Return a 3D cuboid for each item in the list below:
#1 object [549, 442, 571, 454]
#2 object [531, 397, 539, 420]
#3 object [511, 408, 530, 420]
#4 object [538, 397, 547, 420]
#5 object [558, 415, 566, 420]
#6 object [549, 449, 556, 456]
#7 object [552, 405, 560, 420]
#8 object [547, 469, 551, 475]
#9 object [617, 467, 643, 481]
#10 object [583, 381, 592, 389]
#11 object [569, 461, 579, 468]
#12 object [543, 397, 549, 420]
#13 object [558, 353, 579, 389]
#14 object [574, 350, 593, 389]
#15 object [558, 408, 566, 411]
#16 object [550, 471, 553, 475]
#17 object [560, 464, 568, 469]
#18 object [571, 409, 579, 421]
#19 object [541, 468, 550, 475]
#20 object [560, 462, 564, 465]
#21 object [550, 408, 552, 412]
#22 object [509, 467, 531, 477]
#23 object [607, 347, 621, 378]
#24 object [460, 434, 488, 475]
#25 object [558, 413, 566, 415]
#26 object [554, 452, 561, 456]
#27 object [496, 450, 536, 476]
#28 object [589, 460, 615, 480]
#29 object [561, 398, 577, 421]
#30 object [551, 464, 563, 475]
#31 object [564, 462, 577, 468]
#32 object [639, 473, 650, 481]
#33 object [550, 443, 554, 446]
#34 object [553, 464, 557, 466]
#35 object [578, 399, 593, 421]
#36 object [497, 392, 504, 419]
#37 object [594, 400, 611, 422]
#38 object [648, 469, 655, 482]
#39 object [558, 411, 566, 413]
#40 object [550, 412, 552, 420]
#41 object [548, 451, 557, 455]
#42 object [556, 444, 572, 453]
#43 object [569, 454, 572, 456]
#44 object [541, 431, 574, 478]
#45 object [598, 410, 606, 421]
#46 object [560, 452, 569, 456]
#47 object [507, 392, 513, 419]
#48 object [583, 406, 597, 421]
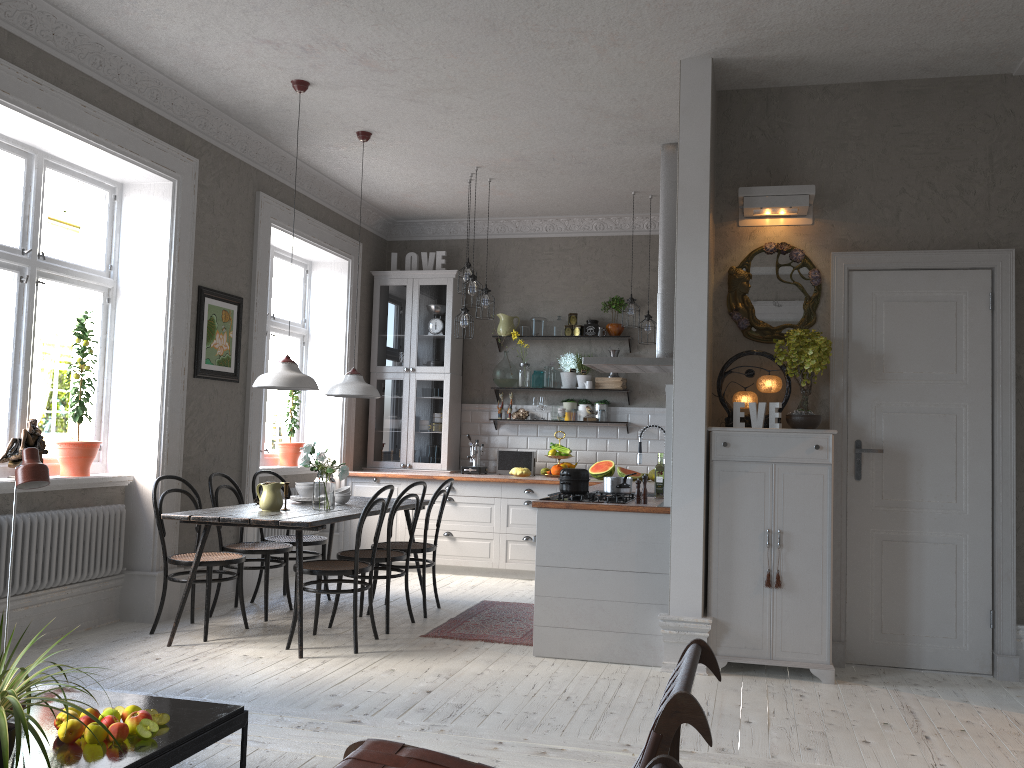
[{"bbox_3d":[0.441,0.582,8.050,0.208,0.101,0.068,0,-4,20],"label":"object"},{"bbox_3d":[0.222,0.233,8.367,0.082,0.217,0.082,2,-3,0],"label":"object"},{"bbox_3d":[0.079,0.282,8.355,0.178,0.111,0.095,2,-4,-9],"label":"object"},{"bbox_3d":[0.284,0.228,8.255,0.082,0.217,0.082,2,-3,0],"label":"object"},{"bbox_3d":[0.459,0.312,8.198,0.077,0.051,0.077,1,-3,7],"label":"object"},{"bbox_3d":[0.368,0.621,8.019,0.058,0.069,0.080,-1,-4,34],"label":"object"},{"bbox_3d":[0.406,0.270,8.258,0.079,0.139,0.078,3,-4,-13],"label":"object"},{"bbox_3d":[0.353,0.802,8.065,0.090,0.057,0.083,5,-5,-44],"label":"object"},{"bbox_3d":[1.027,0.784,7.697,0.225,0.127,0.148,2,-3,-3],"label":"object"},{"bbox_3d":[0.710,0.010,8.167,0.104,0.071,0.064,-2,-5,44],"label":"object"},{"bbox_3d":[0.553,0.748,8.055,0.060,0.120,0.128,-1,-4,38],"label":"object"},{"bbox_3d":[0.305,0.234,8.343,0.082,0.217,0.082,2,-3,0],"label":"object"},{"bbox_3d":[0.553,-0.126,8.333,0.240,0.354,0.239,0,-4,32],"label":"object"},{"bbox_3d":[0.667,-0.140,8.253,0.187,0.380,0.166,3,-4,-25],"label":"object"},{"bbox_3d":[0.461,0.252,8.202,0.077,0.051,0.077,2,-3,0],"label":"object"},{"bbox_3d":[0.371,0.812,8.076,0.070,0.076,0.228,2,-3,-3],"label":"object"},{"bbox_3d":[0.465,0.764,8.008,0.087,0.078,0.089,-1,-5,41],"label":"object"},{"bbox_3d":[0.586,0.289,8.227,0.077,0.108,0.078,1,-4,8],"label":"object"},{"bbox_3d":[0.324,0.801,8.109,0.075,0.072,0.155,-2,-5,43],"label":"object"},{"bbox_3d":[0.465,0.761,8.127,0.085,0.093,0.087,1,-4,10],"label":"object"},{"bbox_3d":[0.397,0.269,8.338,0.076,0.083,0.079,0,-4,32],"label":"object"},{"bbox_3d":[0.076,0.792,7.975,0.195,0.083,0.191,1,-4,15],"label":"object"},{"bbox_3d":[0.947,-0.197,8.217,0.131,0.287,0.130,2,-3,-1],"label":"object"},{"bbox_3d":[-0.358,0.650,8.205,0.204,0.370,0.357,1,-4,15],"label":"object"},{"bbox_3d":[0.460,0.295,8.199,0.077,0.051,0.077,1,-3,7],"label":"object"},{"bbox_3d":[0.411,0.645,8.023,0.063,0.061,0.067,1,-4,14],"label":"object"},{"bbox_3d":[0.038,0.733,8.198,0.348,0.226,0.089,1,-4,13],"label":"object"},{"bbox_3d":[0.792,0.760,7.806,0.231,0.174,0.222,-1,-4,36],"label":"object"},{"bbox_3d":[0.530,0.237,8.318,0.157,0.217,0.155,2,-4,-6],"label":"object"},{"bbox_3d":[0.406,0.770,7.943,0.114,0.111,0.110,3,-4,-18],"label":"object"},{"bbox_3d":[0.529,0.741,8.069,0.126,0.056,0.060,1,-3,6],"label":"object"},{"bbox_3d":[1.168,0.823,7.843,0.203,0.073,0.118,3,-4,-23],"label":"object"},{"bbox_3d":[0.379,0.560,8.070,0.073,0.058,0.050,2,-4,-9],"label":"object"},{"bbox_3d":[0.436,0.772,8.140,0.077,0.076,0.157,-1,-5,40],"label":"object"},{"bbox_3d":[0.682,0.245,8.290,0.170,0.214,0.150,-2,-5,44],"label":"object"},{"bbox_3d":[-0.109,0.207,8.446,0.054,0.264,0.061,3,-4,-14],"label":"object"},{"bbox_3d":[0.844,0.249,8.261,0.157,0.213,0.154,1,-4,12],"label":"object"},{"bbox_3d":[1.287,0.799,7.766,0.207,0.119,0.130,3,-4,-23],"label":"object"},{"bbox_3d":[0.460,0.278,8.200,0.076,0.051,0.079,-1,-4,33],"label":"object"},{"bbox_3d":[0.396,0.302,8.336,0.076,0.083,0.079,0,-4,32],"label":"object"},{"bbox_3d":[0.373,0.642,8.094,0.096,0.078,0.101,2,-3,1],"label":"object"},{"bbox_3d":[0.486,0.597,8.109,0.177,0.096,0.090,-1,-4,34],"label":"object"},{"bbox_3d":[0.521,0.650,8.063,0.051,0.050,0.050,0,-4,23],"label":"object"},{"bbox_3d":[0.432,0.640,8.075,0.352,0.425,0.351,2,-3,-1],"label":"object"},{"bbox_3d":[0.830,0.291,8.143,0.077,0.108,0.078,1,-4,8],"label":"object"},{"bbox_3d":[0.473,0.650,8.043,0.076,0.062,0.099,2,-4,-12],"label":"object"},{"bbox_3d":[-0.012,0.208,8.407,0.063,0.264,0.052,5,-5,-40],"label":"object"},{"bbox_3d":[0.730,0.274,8.186,0.120,0.147,0.099,3,-4,-18],"label":"object"}]
